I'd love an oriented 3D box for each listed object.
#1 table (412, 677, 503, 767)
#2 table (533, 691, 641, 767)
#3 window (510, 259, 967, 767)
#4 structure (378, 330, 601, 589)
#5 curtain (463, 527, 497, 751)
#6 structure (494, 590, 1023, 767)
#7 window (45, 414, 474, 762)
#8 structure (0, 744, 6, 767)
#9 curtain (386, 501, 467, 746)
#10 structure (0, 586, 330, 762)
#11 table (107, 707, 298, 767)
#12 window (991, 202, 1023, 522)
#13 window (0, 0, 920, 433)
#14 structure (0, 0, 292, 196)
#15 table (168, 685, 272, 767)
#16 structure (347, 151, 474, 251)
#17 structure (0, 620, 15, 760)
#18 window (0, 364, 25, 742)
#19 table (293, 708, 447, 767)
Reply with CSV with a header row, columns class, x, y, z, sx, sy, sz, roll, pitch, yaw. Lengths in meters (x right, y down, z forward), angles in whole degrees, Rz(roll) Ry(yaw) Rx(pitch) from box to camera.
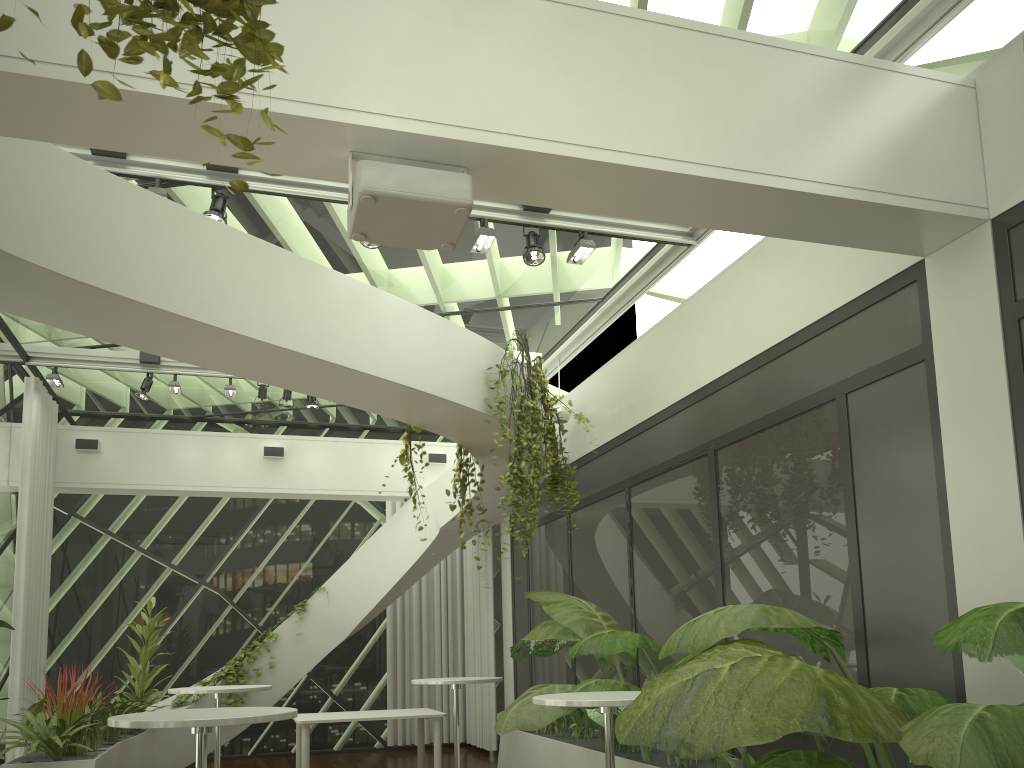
class,x,y,z,sx,sy,sz,roll,pitch,yaw
table,-0.497,3.298,8.140,0.859,1.069,0.878,-5,-12,17
table,0.557,2.247,4.752,0.859,1.069,0.878,-5,-12,17
window,1.085,1.994,7.556,0.050,3.153,7.403,1,-15,-17
structure,-0.208,0.626,7.153,1.454,2.021,1.662,-10,-14,36
curtain,-0.440,2.814,11.826,0.160,3.989,1.023,1,-9,-18
structure,0.982,1.708,4.341,1.785,1.669,9.175,2,-17,-17
window,-3.281,2.780,12.049,5.747,4.531,0.039,3,-9,-17
structure,-3.562,2.351,3.754,0.259,0.490,15.602,2,-17,-17
curtain,-1.177,3.015,12.430,1.232,3.989,0.163,1,-9,-19
structure,-3.721,2.738,8.678,2.038,1.625,4.911,-5,-16,13
table,-1.456,2.111,4.130,0.859,1.069,0.878,-5,-12,17
window,3.298,-0.213,0.441,0.050,3.153,7.311,1,-15,-17
window,-0.916,-1.885,4.486,5.697,0.053,17.236,4,-18,-16
structure,-0.838,-1.192,1.318,4.688,2.258,1.469,-13,-15,35
table,-2.511,3.162,7.518,0.859,1.069,0.878,-5,-12,17
structure,-0.406,-0.721,3.409,0.463,0.269,0.399,3,-15,-17
structure,-2.016,0.826,2.164,0.855,1.555,3.428,2,-16,-17
window,-3.561,0.150,3.330,0.084,4.512,17.269,1,-16,-17
table,-1.515,3.821,9.157,1.503,0.700,1.100,3,-15,-17
